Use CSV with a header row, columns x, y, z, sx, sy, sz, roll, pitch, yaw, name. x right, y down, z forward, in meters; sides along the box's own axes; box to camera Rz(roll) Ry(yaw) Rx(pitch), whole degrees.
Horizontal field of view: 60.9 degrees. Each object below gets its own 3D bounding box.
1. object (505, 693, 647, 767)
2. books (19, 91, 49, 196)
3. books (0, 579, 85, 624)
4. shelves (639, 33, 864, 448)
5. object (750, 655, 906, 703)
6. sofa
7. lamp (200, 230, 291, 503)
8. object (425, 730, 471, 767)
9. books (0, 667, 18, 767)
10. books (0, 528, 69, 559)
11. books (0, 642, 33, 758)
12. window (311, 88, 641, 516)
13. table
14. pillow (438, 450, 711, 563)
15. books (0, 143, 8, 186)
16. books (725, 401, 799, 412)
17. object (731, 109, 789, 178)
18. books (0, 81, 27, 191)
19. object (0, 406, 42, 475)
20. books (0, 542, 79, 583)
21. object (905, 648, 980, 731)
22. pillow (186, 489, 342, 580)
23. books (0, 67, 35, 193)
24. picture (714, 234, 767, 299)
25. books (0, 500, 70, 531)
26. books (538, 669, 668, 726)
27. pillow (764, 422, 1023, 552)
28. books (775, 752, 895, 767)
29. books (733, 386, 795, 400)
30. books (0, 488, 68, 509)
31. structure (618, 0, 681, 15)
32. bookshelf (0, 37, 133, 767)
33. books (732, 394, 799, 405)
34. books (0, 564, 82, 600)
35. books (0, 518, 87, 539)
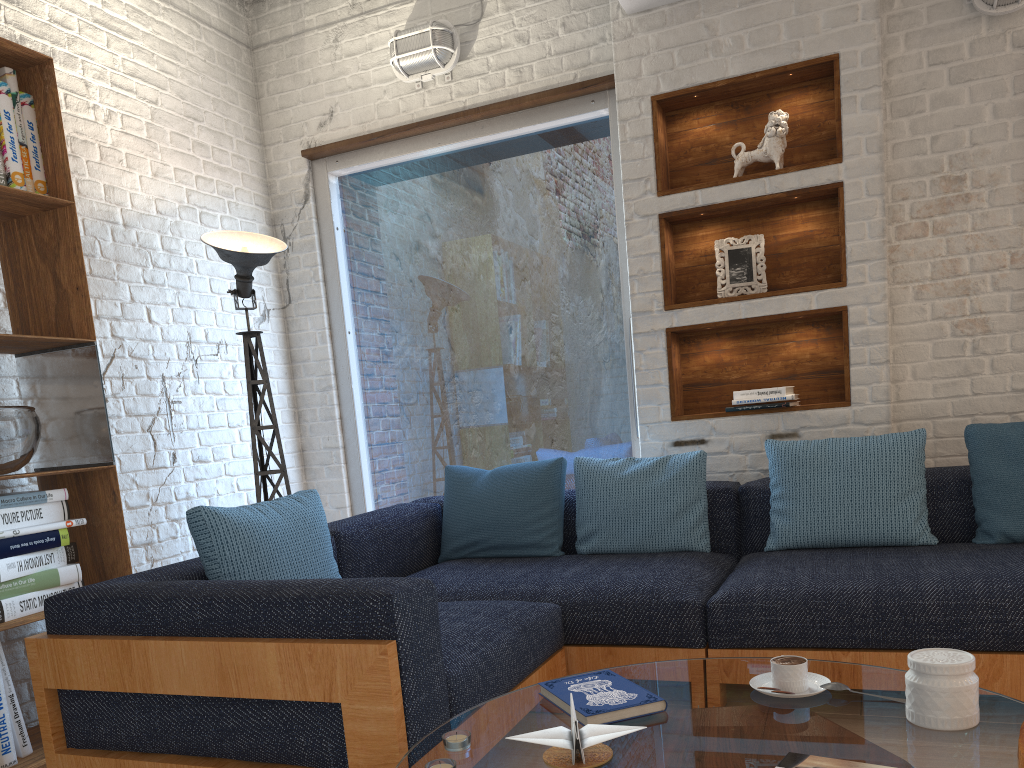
x,y,z,sx,sy,sz,roll,pitch,yaw,name
0.102,0.556,1.410,0.184,0.092,0.195,-5,0,-42,object
-1.603,-0.721,2.764,0.256,0.335,0.054,-3,8,22,books
-1.555,0.674,2.688,0.245,0.065,0.374,-6,-2,17,books
0.947,-0.490,3.426,0.772,1.449,0.187,-3,8,22,shelves
0.579,0.539,1.613,0.271,0.058,0.153,-6,-1,15,object
1.026,0.638,2.363,3.968,0.669,2.050,-6,-2,23,sofa
-0.778,0.268,3.683,0.869,1.874,0.495,-6,7,-5,lamp
-0.103,0.605,1.370,0.068,0.027,0.299,-5,-2,-1,object
-1.602,0.971,2.580,0.256,0.335,0.054,-3,8,22,books
-1.570,0.492,2.644,0.256,0.056,0.322,-6,-2,17,books
-1.601,0.946,2.642,0.245,0.391,0.077,-3,8,22,books
4.731,-2.591,1.935,12.392,6.523,0.630,-5,7,23,window
0.688,0.732,1.212,1.839,0.452,1.061,-6,-1,28,table
0.219,0.487,3.425,1.111,0.406,0.238,-6,5,22,pillow
-1.645,-0.751,2.623,0.245,0.389,0.035,-3,8,22,books
0.997,0.090,3.465,0.253,0.017,0.160,-7,-3,32,books
0.952,-0.913,3.344,0.217,0.246,0.110,-3,6,30,object
-1.620,-0.724,2.667,0.256,0.335,0.054,-3,8,22,books
-1.633,0.183,2.619,0.400,0.204,0.400,-5,0,-26,object
-1.565,0.554,2.682,0.245,0.065,0.375,-5,-2,9,books
0.698,0.494,1.417,0.108,0.109,0.106,-3,4,38,object
-0.692,0.526,2.558,0.224,0.413,0.546,-3,2,22,pillow
-1.609,-0.750,2.709,0.245,0.389,0.035,-3,8,22,books
0.906,-0.463,3.458,0.194,0.248,0.100,-4,7,13,picture
-1.596,0.413,2.667,0.245,0.065,0.374,-6,-2,17,books
0.167,0.595,1.660,0.161,0.023,0.231,-4,-2,-20,books
1.457,0.328,2.885,1.217,0.425,0.249,-6,5,22,pillow
0.432,0.555,1.123,0.254,0.011,0.314,-7,-3,35,books
1.001,0.036,3.463,0.207,0.034,0.130,-7,-2,32,books
-1.598,0.362,2.654,0.245,0.037,0.374,-6,-2,22,books
0.772,-1.571,3.095,0.818,0.223,0.196,-6,3,23,structure
-1.729,0.117,2.303,0.367,2.234,1.289,-2,6,22,bookshelf
1.009,0.062,3.463,0.237,0.019,0.168,-6,-2,25,books
-1.579,0.616,2.686,0.284,0.056,0.357,-6,-2,25,books
-1.579,0.455,2.658,0.273,0.021,0.438,-6,-3,22,books
